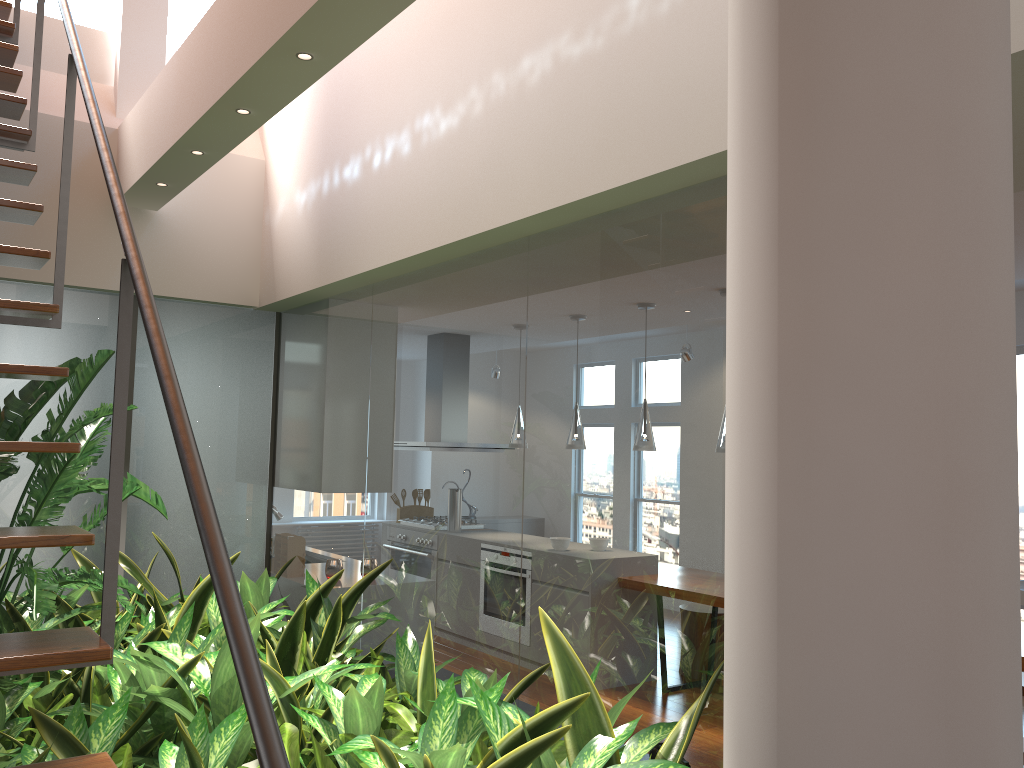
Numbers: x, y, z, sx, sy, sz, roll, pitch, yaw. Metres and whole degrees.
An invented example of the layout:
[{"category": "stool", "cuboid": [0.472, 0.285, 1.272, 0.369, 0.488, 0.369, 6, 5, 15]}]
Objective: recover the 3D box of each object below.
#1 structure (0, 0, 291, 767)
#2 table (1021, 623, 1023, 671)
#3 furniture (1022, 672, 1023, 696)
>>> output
[{"category": "structure", "cuboid": [-0.950, -0.567, 2.674, 2.552, 4.265, 4.591, 4, -5, -35]}, {"category": "table", "cuboid": [0.981, 1.649, 6.084, 0.893, 0.704, 5.996, 4, -5, -35]}, {"category": "furniture", "cuboid": [2.601, 1.752, 4.768, 0.316, 0.389, 1.433, 4, -5, -35]}]
